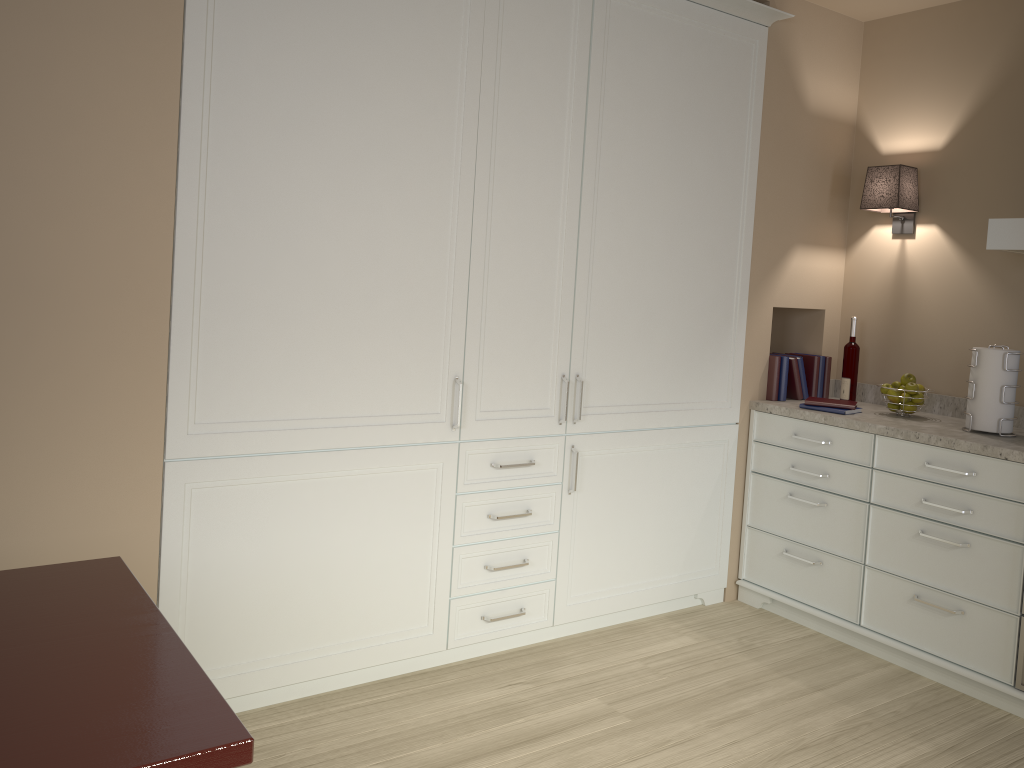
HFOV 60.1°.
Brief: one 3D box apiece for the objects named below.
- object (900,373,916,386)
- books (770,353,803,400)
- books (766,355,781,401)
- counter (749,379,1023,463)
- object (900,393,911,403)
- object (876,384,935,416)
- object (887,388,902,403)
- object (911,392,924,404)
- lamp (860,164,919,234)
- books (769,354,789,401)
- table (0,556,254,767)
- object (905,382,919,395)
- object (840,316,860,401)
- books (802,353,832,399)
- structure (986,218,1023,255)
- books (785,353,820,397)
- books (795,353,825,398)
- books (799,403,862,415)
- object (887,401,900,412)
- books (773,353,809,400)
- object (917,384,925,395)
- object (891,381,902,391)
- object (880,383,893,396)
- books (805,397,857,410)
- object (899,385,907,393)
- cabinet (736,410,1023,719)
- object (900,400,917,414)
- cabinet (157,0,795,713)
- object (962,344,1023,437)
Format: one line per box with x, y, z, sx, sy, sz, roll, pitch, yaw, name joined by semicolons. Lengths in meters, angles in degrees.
1.514;-0.013;3.379;0.055;0.056;0.055;0;6;-35;object
1.145;-0.032;3.731;0.091;0.182;0.166;1;5;-32;books
1.036;-0.032;3.665;0.032;0.182;0.165;2;5;-35;books
2.121;0.254;2.421;0.578;0.113;3.868;-1;8;-35;counter
1.480;0.052;3.328;0.040;0.040;0.039;-1;6;-44;object
1.500;0.067;3.384;0.206;0.109;0.207;5;6;9;object
1.456;0.045;3.362;0.058;0.058;0.058;5;5;21;object
1.525;0.052;3.329;0.047;0.045;0.047;1;6;-31;object
1.542;-0.746;3.581;0.192;0.257;0.170;1;5;-35;lamp
1.071;-0.031;3.670;0.032;0.182;0.165;2;5;-35;books
-1.262;0.728;0.873;1.758;0.677;0.755;-1;7;-35;table
1.502;0.017;3.320;0.047;0.045;0.047;0;6;-35;object
1.391;-0.096;3.630;0.062;0.364;0.062;3;3;-9;object
1.303;-0.034;3.831;0.032;0.182;0.165;2;5;-35;books
2.209;-0.535;2.415;0.447;1.672;1.567;2;5;-35;structure
1.244;-0.035;3.804;0.032;0.182;0.165;2;5;-35;books
1.272;-0.037;3.821;0.032;0.182;0.165;2;5;-35;books
1.233;0.093;3.419;0.184;0.017;0.164;10;9;44;books
1.469;0.083;3.399;0.048;0.048;0.048;1;5;-24;object
1.171;-0.034;3.750;0.092;0.181;0.165;1;5;-35;books
1.547;0.026;3.367;0.050;0.054;0.055;6;5;24;object
1.485;0.011;3.410;0.040;0.043;0.044;2;5;-21;object
1.442;0.022;3.402;0.048;0.048;0.047;5;5;17;object
1.240;0.075;3.434;0.183;0.017;0.165;7;7;24;books
1.491;0.024;3.359;0.040;0.038;0.040;6;5;26;object
2.098;0.693;2.453;0.642;0.790;3.225;1;7;-35;cabinet
1.505;0.085;3.356;0.061;0.056;0.060;4;5;9;object
-0.099;-0.294;3.073;2.341;2.331;0.615;0;4;-35;cabinet
1.670;0.017;3.070;0.169;0.303;0.163;6;5;38;object
